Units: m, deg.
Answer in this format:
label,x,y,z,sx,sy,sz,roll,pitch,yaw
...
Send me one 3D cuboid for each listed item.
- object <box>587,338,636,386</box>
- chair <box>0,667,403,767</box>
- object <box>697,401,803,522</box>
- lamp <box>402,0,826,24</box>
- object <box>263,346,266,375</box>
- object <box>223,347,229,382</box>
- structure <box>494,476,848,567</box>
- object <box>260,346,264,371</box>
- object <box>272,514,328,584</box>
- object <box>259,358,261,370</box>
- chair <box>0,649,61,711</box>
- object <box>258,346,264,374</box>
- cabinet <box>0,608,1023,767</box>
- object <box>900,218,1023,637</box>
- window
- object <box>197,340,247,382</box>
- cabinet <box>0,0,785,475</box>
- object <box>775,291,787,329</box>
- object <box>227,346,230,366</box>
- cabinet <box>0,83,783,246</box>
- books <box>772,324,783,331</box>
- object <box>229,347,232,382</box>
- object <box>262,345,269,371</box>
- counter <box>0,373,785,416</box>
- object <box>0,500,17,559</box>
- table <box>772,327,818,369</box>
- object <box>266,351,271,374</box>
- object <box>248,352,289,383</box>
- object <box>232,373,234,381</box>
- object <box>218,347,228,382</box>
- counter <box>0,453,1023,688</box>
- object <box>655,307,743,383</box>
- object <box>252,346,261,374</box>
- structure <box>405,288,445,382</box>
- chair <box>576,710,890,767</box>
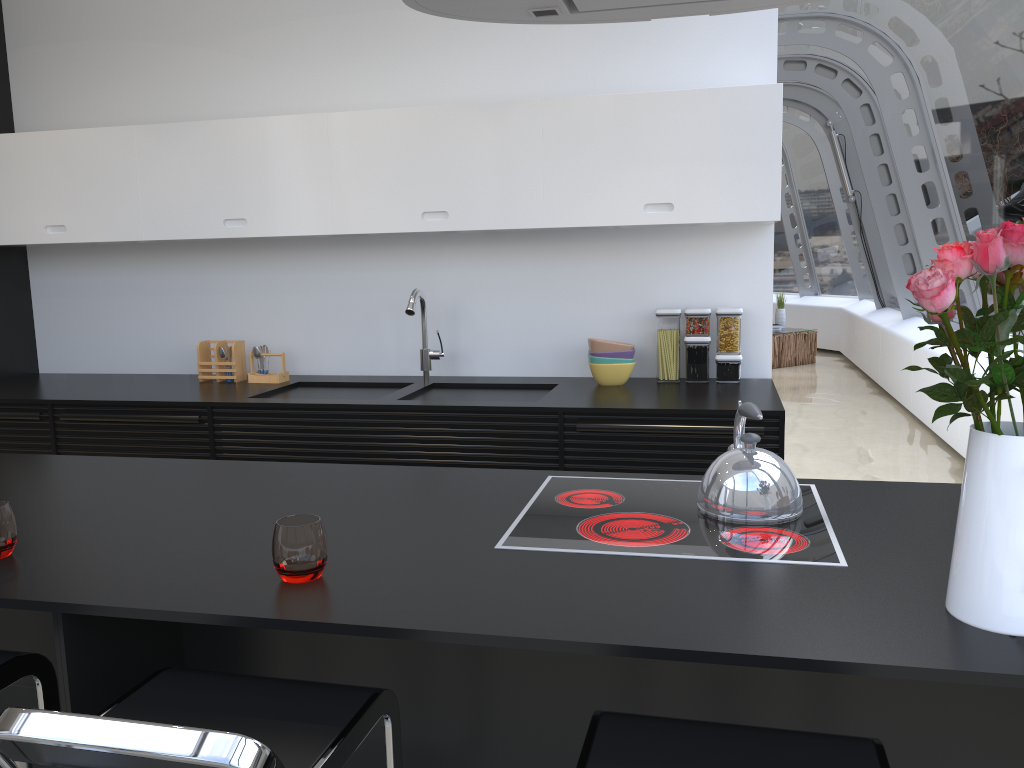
label,x,y,z,sx,sy,sz,roll,pitch,yaw
object,0.425,-0.096,3.787,0.205,0.205,0.185,-1,8,1
chair,-0.424,0.808,1.343,0.418,0.857,0.460,1,8,14
object,0.512,0.155,1.908,0.221,0.230,0.221,7,12,44
lamp,0.306,-1.269,1.674,1.112,0.966,0.606,1,8,13
object,-1.160,-0.081,4.159,0.022,0.196,0.019,-1,8,2
object,-1.335,-0.078,4.166,0.018,0.196,0.020,5,10,36
structure,0.341,0.296,1.902,0.640,0.041,0.562,1,8,13
object,-1.176,-0.083,4.175,0.018,0.196,0.023,0,8,9
object,-0.374,0.291,1.564,0.095,0.106,0.095,4,10,34
object,-1.186,-0.075,4.190,0.019,0.178,0.044,-2,8,-1
chair,-1.073,0.800,1.505,0.418,0.857,0.460,1,8,14
object,-1.170,-0.080,4.155,0.018,0.196,0.020,2,9,23
cabinet,-0.639,0.724,2.030,3.800,0.838,1.007,1,8,13
object,0.739,0.055,1.291,0.327,0.596,0.350,2,9,20
window,-3.875,-0.988,7.298,16.693,3.674,16.171,0,8,6
object,-1.375,-0.094,4.204,0.200,0.223,0.104,1,8,14
cabinet,-1.488,-0.577,3.962,5.157,2.901,0.831,1,8,13
object,3.383,-0.955,11.163,0.150,0.511,0.153,-6,10,-31
object,-1.337,-0.081,4.187,0.018,0.196,0.023,2,9,21
cabinet,-0.749,-0.929,3.988,3.741,0.515,0.343,1,8,13
books,3.216,-0.703,11.005,0.246,0.063,0.265,-3,8,-12
object,-1.324,-0.079,4.168,0.022,0.196,0.019,1,9,15
object,-1.173,-0.088,4.193,0.042,0.192,0.040,-8,11,-39
counter,-0.782,0.030,3.887,3.738,0.025,0.804,1,8,13
object,-1.013,0.285,1.716,0.095,0.106,0.095,0,8,11
table,3.143,-0.468,11.127,0.923,0.436,1.007,-7,10,-34
object,-1.150,-0.074,4.177,0.044,0.178,0.019,-5,9,-21
object,-1.137,-0.064,4.136,0.173,0.170,0.100,1,9,15
object,-1.311,-0.072,4.183,0.044,0.178,0.019,-3,8,-8
object,-1.351,-0.080,4.160,0.042,0.192,0.040,-5,9,-25
counter,-0.649,0.301,1.968,3.800,0.018,1.006,1,8,13
object,0.799,-0.167,3.801,0.365,0.315,0.113,1,8,13
object,-1.184,-0.081,4.146,0.042,0.192,0.040,-8,10,-38
structure,-0.378,-0.151,3.885,0.115,0.536,0.248,0,8,12
chair,0.285,0.816,1.165,0.418,0.857,0.460,1,8,14
